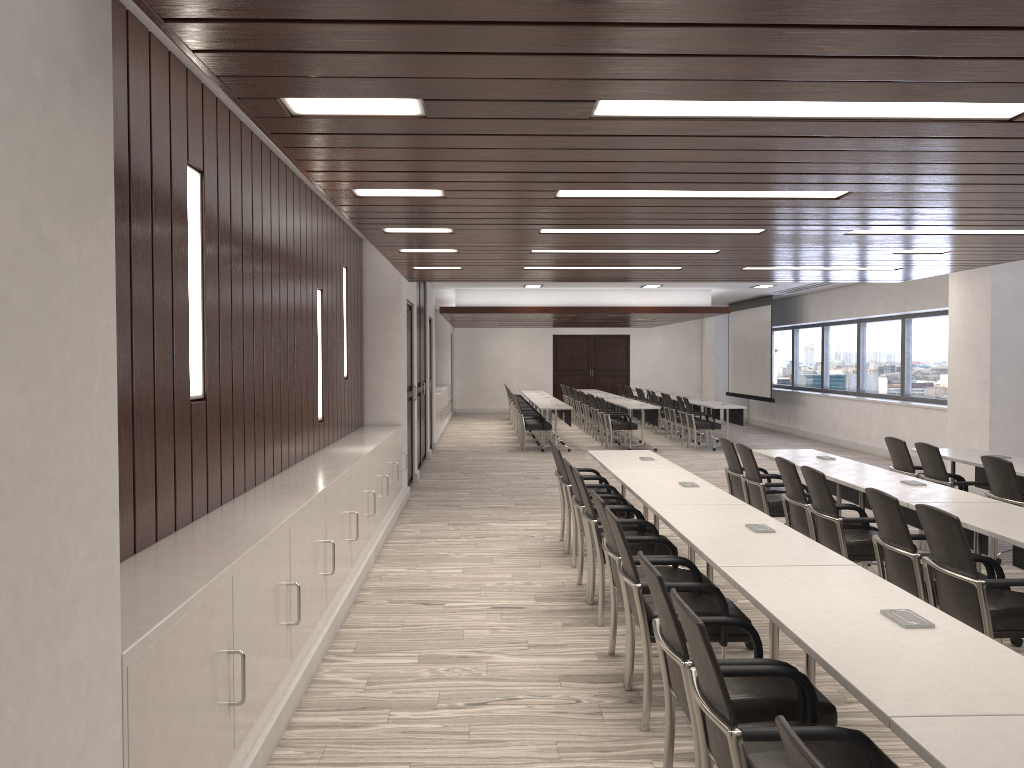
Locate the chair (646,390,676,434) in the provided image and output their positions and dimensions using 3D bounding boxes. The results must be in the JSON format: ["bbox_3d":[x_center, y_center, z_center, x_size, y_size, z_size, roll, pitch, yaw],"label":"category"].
[{"bbox_3d":[3.267,0.596,19.393,0.638,0.939,0.513,0,2,-1],"label":"chair"}]

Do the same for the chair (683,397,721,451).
[{"bbox_3d":[3.379,0.699,15.833,0.638,0.939,0.513,0,2,-1],"label":"chair"}]

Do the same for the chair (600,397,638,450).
[{"bbox_3d":[1.894,0.703,15.783,0.638,0.939,0.513,0,2,-2],"label":"chair"}]

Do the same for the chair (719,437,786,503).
[{"bbox_3d":[2.150,0.935,7.739,0.638,0.939,0.513,0,2,-3],"label":"chair"}]

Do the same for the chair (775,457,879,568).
[{"bbox_3d":[2.190,0.979,6.210,0.638,0.939,0.513,0,2,-2],"label":"chair"}]

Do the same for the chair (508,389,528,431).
[{"bbox_3d":[0.218,0.576,20.293,0.638,0.939,0.513,0,2,-1],"label":"chair"}]

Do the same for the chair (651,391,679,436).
[{"bbox_3d":[3.282,0.611,18.869,0.638,0.939,0.513,0,2,-1],"label":"chair"}]

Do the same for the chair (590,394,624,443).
[{"bbox_3d":[1.848,0.659,17.305,0.638,0.939,0.513,0,2,-3],"label":"chair"}]

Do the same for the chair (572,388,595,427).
[{"bbox_3d":[1.732,0.556,20.871,0.638,0.939,0.513,0,2,-2],"label":"chair"}]

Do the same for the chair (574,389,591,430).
[{"bbox_3d":[1.738,0.571,20.347,0.638,0.939,0.513,0,2,-2],"label":"chair"}]

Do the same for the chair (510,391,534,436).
[{"bbox_3d":[0.270,0.620,18.767,0.638,0.939,0.513,0,2,-1],"label":"chair"}]

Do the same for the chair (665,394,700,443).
[{"bbox_3d":[3.329,0.655,17.357,0.638,0.939,0.513,0,2,-1],"label":"chair"}]

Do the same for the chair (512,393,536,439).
[{"bbox_3d":[0.310,0.648,17.790,0.638,0.939,0.513,0,2,-1],"label":"chair"}]

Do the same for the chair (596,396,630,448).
[{"bbox_3d":[1.865,0.688,16.315,0.638,0.939,0.513,0,2,-3],"label":"chair"}]

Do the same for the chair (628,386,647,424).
[{"bbox_3d":[3.185,0.523,21.910,0.638,0.939,0.513,0,2,-3],"label":"chair"}]

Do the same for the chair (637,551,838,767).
[{"bbox_3d":[0.769,1.071,3.131,0.638,0.939,0.513,0,2,-2],"label":"chair"}]

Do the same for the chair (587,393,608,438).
[{"bbox_3d":[1.832,0.644,17.824,0.638,0.939,0.513,0,2,-2],"label":"chair"}]

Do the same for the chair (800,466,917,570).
[{"bbox_3d":[2.205,0.994,5.687,0.638,0.939,0.513,0,2,-2],"label":"chair"}]

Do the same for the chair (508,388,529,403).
[{"bbox_3d":[0.218,0.561,20.818,0.638,0.939,0.513,0,2,-3],"label":"chair"}]

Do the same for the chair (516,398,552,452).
[{"bbox_3d":[0.382,0.708,15.734,0.638,0.939,0.513,0,2,-1],"label":"chair"}]

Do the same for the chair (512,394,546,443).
[{"bbox_3d":[0.327,0.664,17.257,0.638,0.939,0.513,0,2,-2],"label":"chair"}]

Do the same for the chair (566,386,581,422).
[{"bbox_3d":[1.686,0.512,22.389,0.638,0.939,0.513,0,2,-1],"label":"chair"}]

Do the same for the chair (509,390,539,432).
[{"bbox_3d":[0.260,0.605,19.286,0.638,0.939,0.513,0,2,-2],"label":"chair"}]

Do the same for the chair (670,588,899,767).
[{"bbox_3d":[0.794,1.087,2.597,0.638,0.939,0.513,0,2,-2],"label":"chair"}]

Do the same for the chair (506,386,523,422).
[{"bbox_3d":[0.157,0.517,22.340,0.638,0.939,0.513,0,2,-1],"label":"chair"}]

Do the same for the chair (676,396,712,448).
[{"bbox_3d":[3.362,0.684,16.356,0.638,0.939,0.513,0,2,-2],"label":"chair"}]

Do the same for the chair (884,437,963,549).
[{"bbox_3d":[3.637,0.931,7.781,0.638,0.939,0.513,0,2,-2],"label":"chair"}]

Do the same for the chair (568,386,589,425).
[{"bbox_3d":[1.695,0.527,21.870,0.638,0.939,0.513,0,2,-2],"label":"chair"}]

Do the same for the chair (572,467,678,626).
[{"bbox_3d":[0.704,0.999,5.641,0.638,0.939,0.513,0,2,-2],"label":"chair"}]

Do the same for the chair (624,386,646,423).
[{"bbox_3d":[3.170,0.508,22.442,0.638,0.939,0.513,0,2,-2],"label":"chair"}]

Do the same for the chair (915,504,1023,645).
[{"bbox_3d":[2.271,1.038,4.172,0.638,0.939,0.513,0,2,-3],"label":"chair"}]

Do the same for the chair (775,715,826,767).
[{"bbox_3d":[0.831,1.115,1.617,0.638,0.939,0.513,0,2,-2],"label":"chair"}]

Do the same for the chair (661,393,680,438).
[{"bbox_3d":[3.330,0.640,17.879,0.638,0.939,0.513,0,2,-3],"label":"chair"}]

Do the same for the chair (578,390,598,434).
[{"bbox_3d":[1.771,0.600,19.341,0.638,0.939,0.513,0,2,-1],"label":"chair"}]

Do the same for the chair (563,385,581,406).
[{"bbox_3d":[1.658,0.484,23.389,0.638,0.939,0.513,0,2,-1],"label":"chair"}]

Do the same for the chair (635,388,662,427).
[{"bbox_3d":[3.235,0.552,20.912,0.638,0.939,0.513,0,2,-3],"label":"chair"}]

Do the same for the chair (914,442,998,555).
[{"bbox_3d":[3.670,0.946,7.261,0.638,0.939,0.513,0,2,-2],"label":"chair"}]

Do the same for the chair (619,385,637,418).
[{"bbox_3d":[3.136,0.479,23.431,0.638,0.939,0.513,0,2,-1],"label":"chair"}]

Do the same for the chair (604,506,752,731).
[{"bbox_3d":[0.751,1.043,4.117,0.638,0.939,0.513,0,2,-1],"label":"chair"}]

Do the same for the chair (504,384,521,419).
[{"bbox_3d":[0.114,0.473,23.857,0.638,0.939,0.513,0,2,-1],"label":"chair"}]

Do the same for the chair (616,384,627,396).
[{"bbox_3d":[3.128,0.464,23.952,0.638,0.939,0.513,0,2,-2],"label":"chair"}]

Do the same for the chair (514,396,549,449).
[{"bbox_3d":[0.357,0.692,16.255,0.638,0.939,0.513,0,2,-2],"label":"chair"}]

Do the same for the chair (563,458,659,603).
[{"bbox_3d":[0.673,0.984,6.160,0.638,0.939,0.513,0,2,-3],"label":"chair"}]

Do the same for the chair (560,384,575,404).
[{"bbox_3d":[1.625,0.469,23.906,0.638,0.939,0.513,0,2,-3],"label":"chair"}]

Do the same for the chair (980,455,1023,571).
[{"bbox_3d":[3.697,0.975,6.266,0.638,0.939,0.513,0,2,-1],"label":"chair"}]

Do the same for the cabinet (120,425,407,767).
[{"bbox_3d":[-1.268,0.914,5.981,0.476,0.698,7.540,0,2,-2],"label":"cabinet"}]

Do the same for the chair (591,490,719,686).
[{"bbox_3d":[0.734,1.027,4.647,0.638,0.939,0.513,0,2,-3],"label":"chair"}]

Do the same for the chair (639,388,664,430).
[{"bbox_3d":[3.245,0.567,20.387,0.638,0.939,0.513,0,2,-2],"label":"chair"}]

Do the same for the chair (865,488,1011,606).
[{"bbox_3d":[2.236,1.023,4.701,0.638,0.939,0.513,0,2,-1],"label":"chair"}]

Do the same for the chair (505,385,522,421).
[{"bbox_3d":[0.134,0.488,23.334,0.638,0.939,0.513,0,2,-2],"label":"chair"}]

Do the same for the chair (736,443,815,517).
[{"bbox_3d":[2.164,0.950,7.212,0.638,0.939,0.513,0,2,-3],"label":"chair"}]

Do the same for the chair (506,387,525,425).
[{"bbox_3d":[0.174,0.532,21.815,0.638,0.939,0.513,0,2,-3],"label":"chair"}]

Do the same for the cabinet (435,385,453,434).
[{"bbox_3d":[-1.729,0.498,20.402,0.476,0.698,7.540,0,2,-2],"label":"cabinet"}]

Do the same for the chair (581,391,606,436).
[{"bbox_3d":[1.791,0.615,18.824,0.638,0.939,0.513,0,2,-2],"label":"chair"}]
